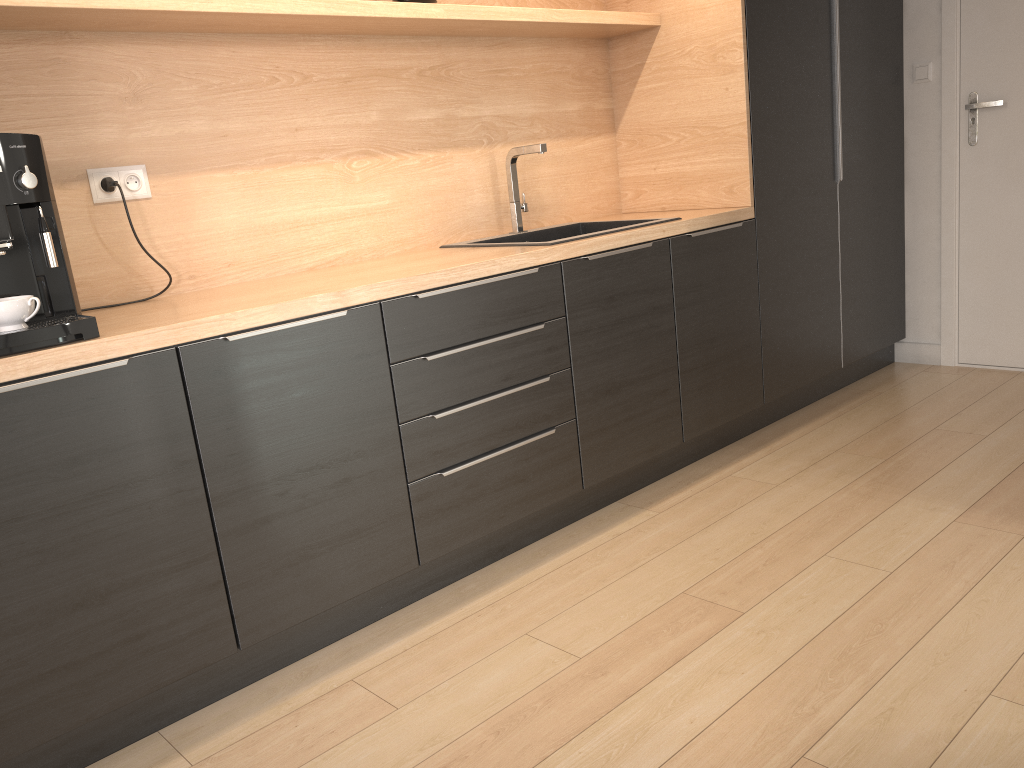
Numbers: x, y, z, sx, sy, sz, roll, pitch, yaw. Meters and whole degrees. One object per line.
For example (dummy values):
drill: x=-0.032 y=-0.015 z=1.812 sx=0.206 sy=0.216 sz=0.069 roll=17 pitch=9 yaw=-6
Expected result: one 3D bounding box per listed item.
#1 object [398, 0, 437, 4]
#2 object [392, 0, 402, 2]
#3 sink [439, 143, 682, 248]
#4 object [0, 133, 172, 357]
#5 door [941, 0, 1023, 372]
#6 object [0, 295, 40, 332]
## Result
object: x=-0.293 y=-1.118 z=2.637 sx=0.145 sy=0.025 sz=0.145 roll=-17 pitch=17 yaw=-38
object: x=-0.319 y=-1.155 z=2.613 sx=0.066 sy=0.093 sz=0.100 roll=-13 pitch=15 yaw=-26
sink: x=0.159 y=-0.527 z=2.913 sx=0.626 sy=0.518 sz=0.512 roll=-18 pitch=18 yaw=-40
object: x=-0.971 y=-0.319 z=1.893 sx=0.618 sy=0.398 sz=0.584 roll=-18 pitch=18 yaw=-40
door: x=2.146 y=-1.066 z=3.396 sx=0.085 sy=2.136 sz=0.974 roll=-18 pitch=18 yaw=-40
object: x=-0.945 y=-0.131 z=1.668 sx=0.095 sy=0.057 sz=0.099 roll=-17 pitch=17 yaw=-37
